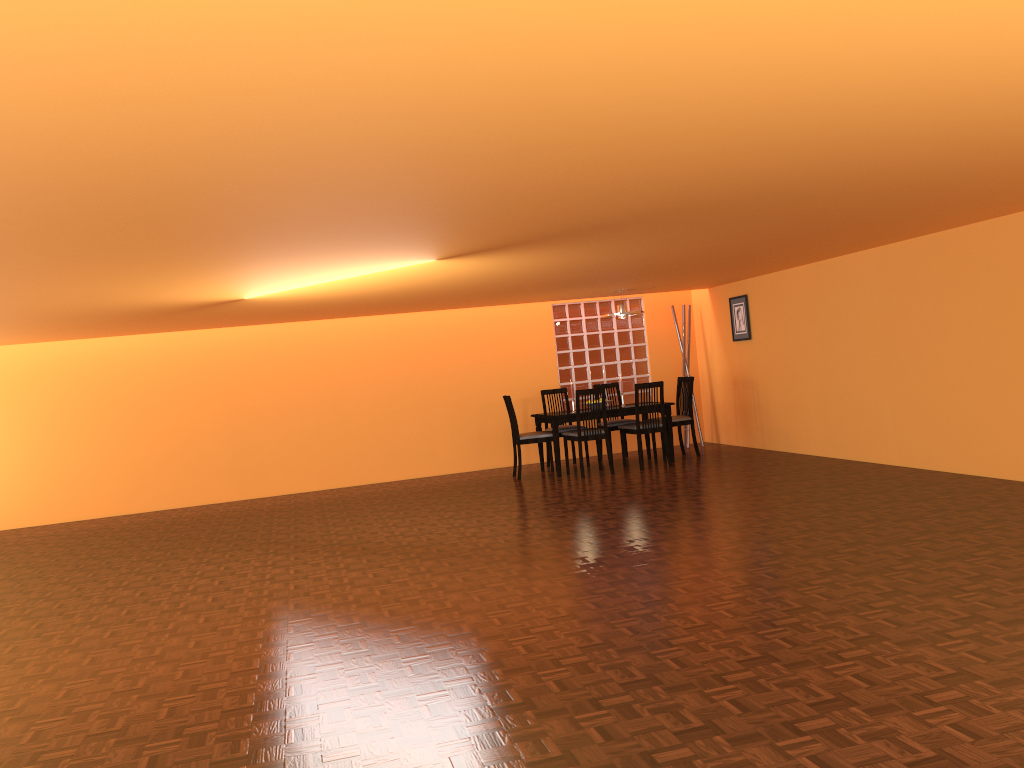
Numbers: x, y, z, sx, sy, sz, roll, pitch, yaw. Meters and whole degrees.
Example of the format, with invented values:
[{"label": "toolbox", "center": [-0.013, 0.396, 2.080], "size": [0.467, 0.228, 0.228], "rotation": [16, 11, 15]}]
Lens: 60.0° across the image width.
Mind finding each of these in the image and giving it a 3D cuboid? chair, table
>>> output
[{"label": "chair", "center": [0.187, 0.492, 8.559], "size": [0.465, 0.809, 0.373], "rotation": [-6, 1, -9]}, {"label": "chair", "center": [1.079, 0.394, 9.176], "size": [0.373, 0.809, 0.465], "rotation": [-6, 1, -14]}, {"label": "chair", "center": [0.704, 0.446, 8.294], "size": [0.373, 0.809, 0.465], "rotation": [-6, 1, -14]}, {"label": "table", "center": [0.904, 0.532, 8.707], "size": [1.259, 0.584, 0.697], "rotation": [-6, 1, -14]}, {"label": "chair", "center": [1.262, 0.389, 8.432], "size": [0.373, 0.809, 0.465], "rotation": [-6, 1, -14]}, {"label": "chair", "center": [1.602, 0.347, 8.901], "size": [0.465, 0.809, 0.373], "rotation": [-6, 1, -19]}, {"label": "chair", "center": [0.522, 0.451, 9.039], "size": [0.373, 0.809, 0.465], "rotation": [-6, 1, -14]}]

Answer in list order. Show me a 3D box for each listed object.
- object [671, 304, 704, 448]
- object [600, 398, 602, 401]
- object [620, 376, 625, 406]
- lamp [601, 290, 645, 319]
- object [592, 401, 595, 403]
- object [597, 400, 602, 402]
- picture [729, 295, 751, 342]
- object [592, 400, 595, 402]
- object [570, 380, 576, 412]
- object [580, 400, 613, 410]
[{"label": "object", "center": [1.947, -0.091, 9.810], "size": [0.226, 1.589, 0.308], "rotation": [-5, 1, 8]}, {"label": "object", "center": [0.895, 0.168, 8.723], "size": [0.069, 0.066, 0.069], "rotation": [-6, 1, -4]}, {"label": "object", "center": [1.087, 0.056, 8.771], "size": [0.044, 0.326, 0.044], "rotation": [-6, 1, -25]}, {"label": "lamp", "center": [1.085, -0.786, 8.762], "size": [0.435, 0.274, 0.435], "rotation": [-5, 1, 8]}, {"label": "object", "center": [0.802, 0.191, 8.630], "size": [0.055, 0.046, 0.046], "rotation": [-5, 1, 39]}, {"label": "object", "center": [0.860, 0.186, 8.653], "size": [0.066, 0.070, 0.055], "rotation": [-6, 1, -32]}, {"label": "picture", "center": [2.329, -0.670, 9.071], "size": [0.014, 0.456, 0.361], "rotation": [-6, 1, -14]}, {"label": "object", "center": [0.794, 0.198, 8.726], "size": [0.087, 0.076, 0.089], "rotation": [-6, 1, -8]}, {"label": "object", "center": [0.583, 0.109, 8.560], "size": [0.044, 0.326, 0.044], "rotation": [-6, 1, -25]}, {"label": "object", "center": [0.829, 0.210, 8.704], "size": [0.337, 0.072, 0.337], "rotation": [-5, 1, 42]}]
